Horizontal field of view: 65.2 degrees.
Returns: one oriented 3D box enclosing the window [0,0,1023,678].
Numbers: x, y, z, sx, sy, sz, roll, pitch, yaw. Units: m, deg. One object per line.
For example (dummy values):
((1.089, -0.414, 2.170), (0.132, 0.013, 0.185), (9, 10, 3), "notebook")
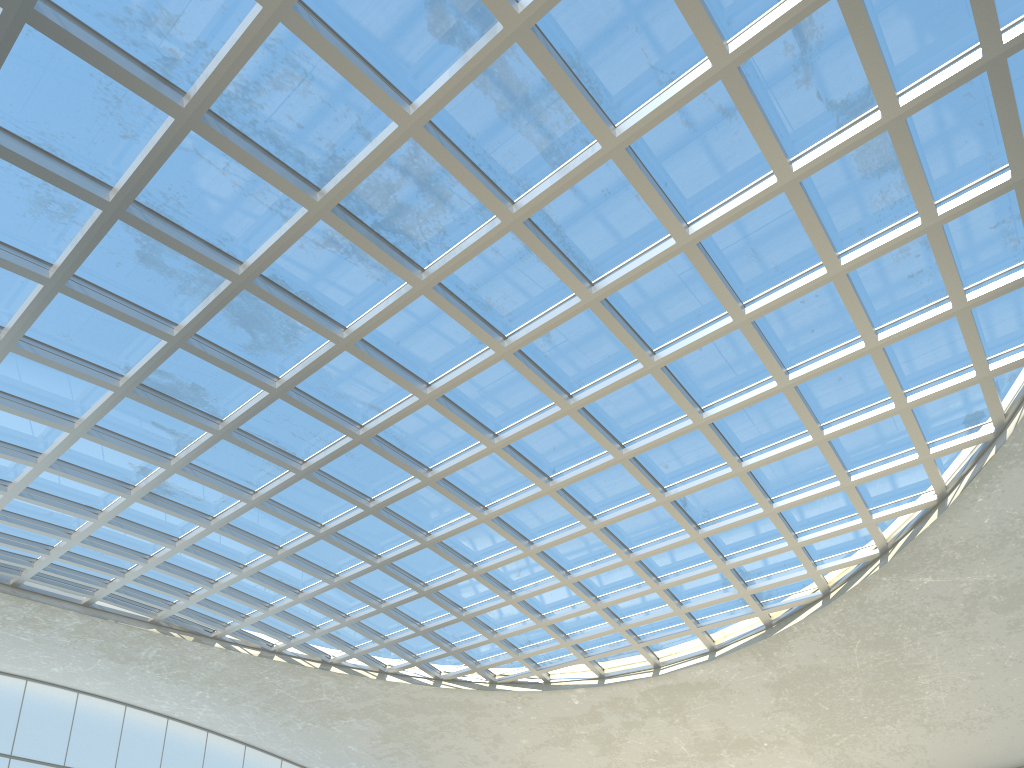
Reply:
((-11.203, 5.462, 45.105), (83.076, 9.606, 87.286), (-25, -44, 32), "window")
